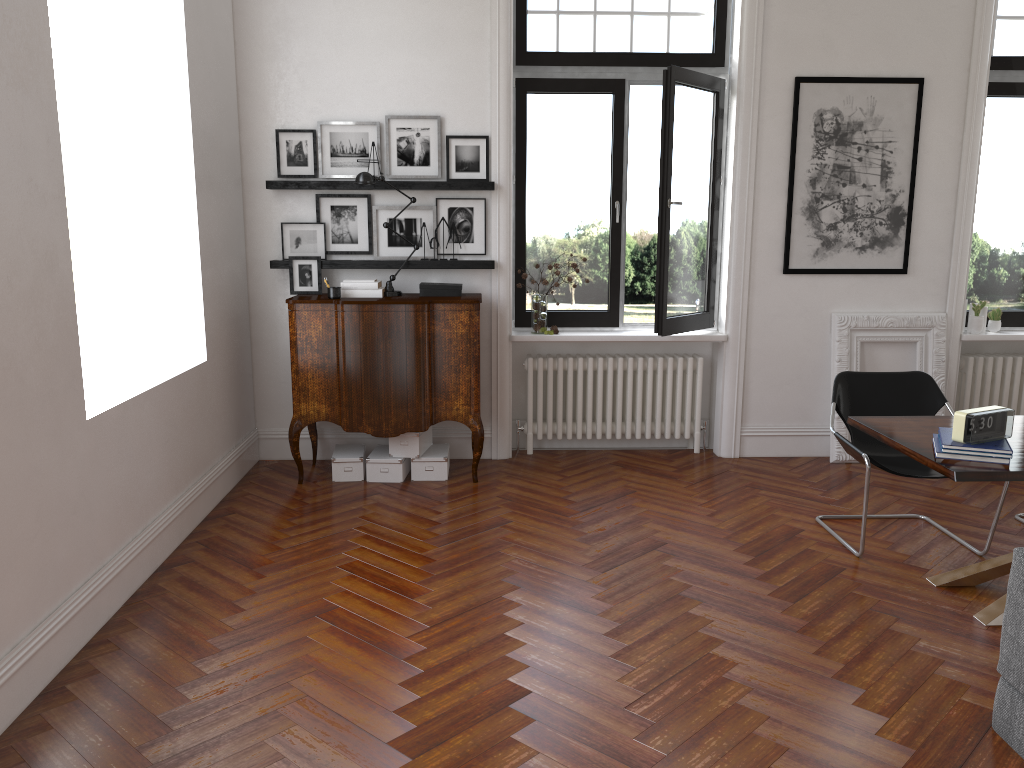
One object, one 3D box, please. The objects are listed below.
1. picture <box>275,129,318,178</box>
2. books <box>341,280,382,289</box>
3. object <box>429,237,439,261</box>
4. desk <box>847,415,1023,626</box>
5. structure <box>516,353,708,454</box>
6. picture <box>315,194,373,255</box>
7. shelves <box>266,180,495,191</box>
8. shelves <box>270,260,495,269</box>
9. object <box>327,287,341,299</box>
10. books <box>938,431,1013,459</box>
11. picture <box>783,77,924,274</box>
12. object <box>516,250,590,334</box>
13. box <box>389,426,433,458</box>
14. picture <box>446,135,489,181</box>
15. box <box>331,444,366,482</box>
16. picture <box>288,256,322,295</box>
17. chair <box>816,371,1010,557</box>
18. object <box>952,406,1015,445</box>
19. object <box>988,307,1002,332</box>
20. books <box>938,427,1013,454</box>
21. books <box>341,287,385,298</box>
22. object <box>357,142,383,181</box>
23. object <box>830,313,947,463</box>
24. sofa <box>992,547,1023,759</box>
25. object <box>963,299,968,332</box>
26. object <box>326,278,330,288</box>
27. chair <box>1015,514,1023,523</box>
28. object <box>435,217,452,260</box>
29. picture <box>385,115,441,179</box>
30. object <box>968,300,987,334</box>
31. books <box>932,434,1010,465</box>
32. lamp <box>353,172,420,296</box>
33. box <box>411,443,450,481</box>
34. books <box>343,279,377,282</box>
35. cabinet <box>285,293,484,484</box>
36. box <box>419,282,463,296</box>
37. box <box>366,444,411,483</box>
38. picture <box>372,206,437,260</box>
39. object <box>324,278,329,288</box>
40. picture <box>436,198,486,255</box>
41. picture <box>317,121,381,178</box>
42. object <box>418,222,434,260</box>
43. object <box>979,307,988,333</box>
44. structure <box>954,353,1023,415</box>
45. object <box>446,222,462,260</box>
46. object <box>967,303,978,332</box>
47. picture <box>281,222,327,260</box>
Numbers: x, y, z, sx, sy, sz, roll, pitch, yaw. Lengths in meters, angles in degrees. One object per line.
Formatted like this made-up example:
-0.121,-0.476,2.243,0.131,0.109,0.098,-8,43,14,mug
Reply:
-1.451,-1.551,5.972,0.267,0.316,0.020,0,11,-2,picture
-0.992,-0.655,5.854,0.239,0.044,0.253,0,10,-2,books
-0.529,-0.919,6.044,0.066,0.161,0.040,0,11,-2,object
2.779,0.612,3.982,2.226,0.754,1.025,0,11,-2,desk
0.754,0.171,6.649,1.453,0.781,0.224,0,11,-2,structure
-1.150,-1.092,6.075,0.373,0.408,0.020,0,11,-2,picture
-0.875,-1.334,5.966,1.515,0.055,0.157,0,10,-2,shelves
-0.876,-0.819,6.070,1.515,0.055,0.155,0,10,-2,shelves
-1.133,-0.578,5.648,0.091,0.078,0.091,-6,12,-28,object
1.909,0.248,3.668,0.250,0.017,0.343,4,11,23,books
2.358,-1.429,6.145,0.883,1.329,0.035,0,11,-2,picture
0.326,-0.668,6.393,0.541,0.602,0.316,-6,13,-31,object
-0.686,0.367,6.032,0.209,0.177,0.392,2,10,8,box
-0.301,-1.528,6.018,0.289,0.305,0.020,0,11,-2,picture
-1.109,0.541,6.052,0.209,0.177,0.392,-1,10,-7,box
-1.392,-0.731,5.979,0.213,0.258,0.020,0,11,-2,picture
2.093,0.418,4.727,0.752,0.876,0.742,0,11,-2,chair
1.930,0.167,3.626,0.275,0.126,0.081,-5,12,-28,object
3.574,-0.479,6.554,0.097,0.186,0.099,4,12,20,object
1.909,0.232,3.665,0.250,0.017,0.343,4,11,23,books
-0.993,-0.605,5.858,0.294,0.057,0.228,0,10,-2,books
-0.951,-1.490,5.943,0.174,0.261,0.040,0,11,-2,object
2.701,0.031,6.355,0.830,1.067,0.232,0,11,-2,object
2.970,0.903,2.403,2.645,0.832,1.257,0,11,-2,sofa
3.319,-0.503,6.535,0.051,0.239,0.051,7,13,32,object
-1.162,-0.614,5.656,0.046,0.140,0.010,-1,11,-5,object
3.269,0.414,4.769,0.752,0.876,0.742,0,11,-2,chair
-0.470,-0.994,6.068,0.118,0.300,0.040,0,11,-2,object
-0.666,-1.599,5.991,0.369,0.410,0.020,0,11,-2,picture
3.374,-0.487,6.433,0.102,0.245,0.098,-5,12,-24,object
1.900,0.268,3.685,0.264,0.027,0.346,4,11,23,books
-0.815,-0.982,5.859,0.490,0.806,0.174,-8,14,-37,lamp
-0.555,0.539,6.071,0.245,0.177,0.392,0,10,-2,box
-0.995,-0.680,5.827,0.200,0.014,0.178,0,10,-2,books
-0.821,0.027,5.942,1.266,1.223,0.637,0,11,-2,cabinet
-0.475,-0.633,5.954,0.282,0.087,0.208,0,10,-2,box
-0.831,0.546,6.032,0.245,0.177,0.392,1,10,3,box
-0.736,-1.038,6.100,0.434,0.366,0.020,0,11,-2,picture
-1.168,-0.616,5.631,0.050,0.120,0.010,0,11,1,object
-0.351,-1.083,6.107,0.343,0.386,0.020,0,11,-2,picture
-1.096,-1.577,5.980,0.415,0.369,0.020,0,11,-2,picture
-0.599,-0.973,6.059,0.124,0.261,0.040,0,11,-2,object
3.452,-0.471,6.503,0.051,0.189,0.051,7,13,32,object
4.024,0.160,6.764,1.453,0.781,0.224,0,11,-2,structure
-0.402,-0.981,6.101,0.110,0.263,0.040,0,11,-2,object
3.385,-0.488,6.521,0.051,0.214,0.051,7,13,32,object
-1.423,-0.976,6.063,0.300,0.254,0.020,0,11,-2,picture
